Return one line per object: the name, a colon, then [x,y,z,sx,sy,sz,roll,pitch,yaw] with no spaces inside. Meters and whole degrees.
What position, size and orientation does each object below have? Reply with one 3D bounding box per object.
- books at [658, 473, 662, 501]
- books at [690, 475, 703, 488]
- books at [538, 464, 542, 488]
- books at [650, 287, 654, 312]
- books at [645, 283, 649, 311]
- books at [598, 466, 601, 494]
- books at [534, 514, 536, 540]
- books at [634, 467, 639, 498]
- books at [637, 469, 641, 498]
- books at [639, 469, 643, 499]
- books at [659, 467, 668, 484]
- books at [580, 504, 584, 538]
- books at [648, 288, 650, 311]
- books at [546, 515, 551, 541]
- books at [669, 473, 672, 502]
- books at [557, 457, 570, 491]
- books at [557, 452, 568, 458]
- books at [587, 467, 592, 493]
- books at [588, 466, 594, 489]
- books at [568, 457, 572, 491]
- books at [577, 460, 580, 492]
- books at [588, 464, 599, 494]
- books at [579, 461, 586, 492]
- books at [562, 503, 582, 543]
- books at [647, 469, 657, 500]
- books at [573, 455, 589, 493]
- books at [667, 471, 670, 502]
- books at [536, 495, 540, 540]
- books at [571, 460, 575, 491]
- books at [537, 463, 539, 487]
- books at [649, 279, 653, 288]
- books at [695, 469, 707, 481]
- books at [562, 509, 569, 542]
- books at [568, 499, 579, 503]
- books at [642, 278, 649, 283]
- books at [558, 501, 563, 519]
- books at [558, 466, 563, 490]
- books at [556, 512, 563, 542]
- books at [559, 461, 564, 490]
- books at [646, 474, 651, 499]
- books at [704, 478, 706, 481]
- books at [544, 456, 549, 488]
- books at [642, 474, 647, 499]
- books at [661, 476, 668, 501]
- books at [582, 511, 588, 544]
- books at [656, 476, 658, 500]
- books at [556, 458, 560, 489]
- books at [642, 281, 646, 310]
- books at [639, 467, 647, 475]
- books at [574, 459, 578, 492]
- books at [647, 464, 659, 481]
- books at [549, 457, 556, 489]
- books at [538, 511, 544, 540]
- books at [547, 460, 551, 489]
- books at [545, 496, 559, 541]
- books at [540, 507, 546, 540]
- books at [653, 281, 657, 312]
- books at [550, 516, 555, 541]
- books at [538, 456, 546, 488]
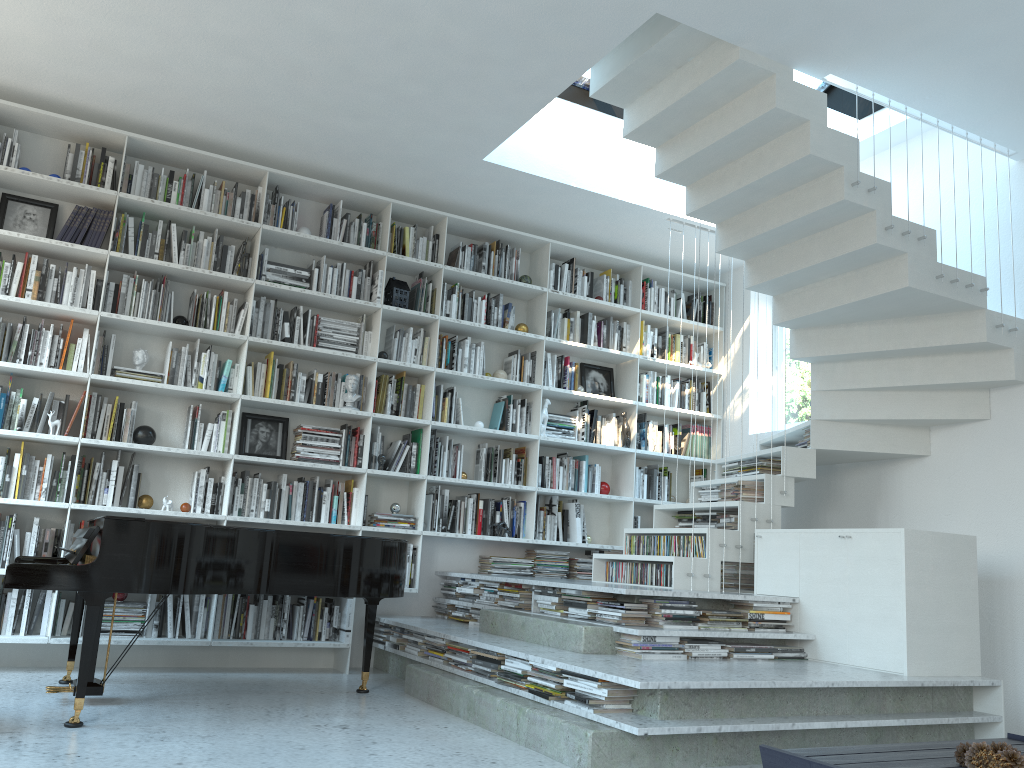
books: [1.124,0.822,7.012,0.014,0.230,0.172,9,-12,-27]
books: [1.492,0.873,7.207,0.012,0.253,0.161,9,-12,-27]
books: [0.168,0.685,6.516,0.022,0.183,0.163,9,-12,-27]
books: [1.087,-0.645,7.212,0.023,0.243,0.183,9,-12,-27]
books: [1.046,-0.667,7.181,0.012,0.268,0.185,9,-12,-27]
books: [0.617,0.741,6.752,0.027,0.223,0.170,9,-12,-27]
books: [0.137,1.032,6.472,0.033,0.213,0.140,9,-12,-27]
books: [0.921,0.775,6.897,0.024,0.251,0.175,9,-12,-27]
books: [0.943,0.789,6.916,0.037,0.235,0.153,9,-12,-27]
books: [0.969,0.790,6.931,0.022,0.241,0.151,9,-12,-27]
books: [1.181,0.804,7.041,0.011,0.284,0.161,9,-12,-27]
books: [0.476,1.047,6.622,0.025,0.287,0.160,9,-12,-27]
books: [1.058,-0.644,7.188,0.022,0.228,0.175,9,-12,-27]
books: [0.235,1.059,6.508,0.030,0.187,0.140,9,-12,-27]
books: [1.217,0.834,7.064,0.013,0.239,0.166,9,-12,-27]
books: [0.362,0.678,6.599,0.028,0.254,0.191,9,-12,-27]
books: [0.372,0.662,6.631,0.013,0.298,0.147,9,-12,-27]
books: [0.541,0.738,6.703,0.030,0.200,0.189,9,-12,-27]
books: [0.564,0.736,6.733,0.037,0.218,0.139,9,-12,-27]
books: [0.389,0.680,6.618,0.012,0.261,0.186,9,-12,-27]
books: [0.464,0.703,6.687,0.012,0.253,0.161,9,-12,-27]
books: [0.596,0.731,6.741,0.025,0.235,0.181,9,-12,-27]
books: [0.491,0.707,6.673,0.023,0.243,0.190,9,-12,-27]
books: [0.423,1.028,6.557,0.075,0.290,0.255,9,-12,-27]
books: [1.069,0.799,6.961,0.027,0.248,0.184,9,-12,-27]
books: [0.512,0.688,6.691,0.026,0.289,0.181,9,-12,-27]
books: [1.204,0.826,7.063,0.012,0.253,0.161,9,-12,-27]
books: [0.161,0.980,6.492,0.013,0.326,0.131,9,-12,-27]
books: [0.414,0.697,6.656,0.026,0.246,0.166,9,-12,-27]
books: [0.147,0.681,6.509,0.023,0.186,0.159,9,-12,-27]
books: [1.097,-0.681,7.242,0.012,0.325,0.151,9,-12,-27]
books: [1.542,0.854,7.249,0.013,0.314,0.129,9,-12,-27]
books: [0.356,1.052,6.565,0.031,0.239,0.172,9,-12,-27]
books: [0.451,1.028,6.637,0.012,0.325,0.136,9,-12,-27]
books: [1.067,-0.689,7.225,0.014,0.331,0.143,9,-12,-27]
books: [0.331,1.020,6.578,0.010,0.303,0.131,9,-12,-27]
books: [0.319,0.710,6.585,0.028,0.181,0.186,9,-12,-27]
books: [0.311,1.055,6.537,0.052,0.216,0.184,9,-12,-27]
books: [0.333,0.691,6.607,0.012,0.229,0.179,9,-12,-27]
books: [1.032,0.819,6.968,0.025,0.207,0.149,9,-12,-27]
books: [1.528,0.888,7.228,0.022,0.236,0.152,9,-12,-27]
books: [0.221,0.664,6.557,0.024,0.246,0.143,9,-12,-27]
books: [0.993,0.813,6.934,0.029,0.201,0.173,9,-12,-27]
books: [1.168,0.839,7.019,0.021,0.205,0.175,9,-12,-27]
books: [0.510,1.061,6.649,0.062,0.273,0.148,9,-12,-27]
books: [1.091,0.833,6.999,0.027,0.200,0.164,9,-12,-27]
books: [0.291,0.679,6.589,0.026,0.238,0.177,9,-12,-27]
books: [1.029,-0.675,7.189,0.013,0.286,0.151,9,-12,-27]
books: [1.009,0.787,6.968,0.024,0.266,0.133,9,-12,-27]
books: [0.441,0.696,6.647,0.014,0.248,0.177,9,-12,-27]
books: [1.112,0.789,7.017,0.013,0.296,0.141,9,-12,-27]
books: [0.268,0.669,6.561,0.045,0.245,0.186,9,-12,-27]
books: [0.178,1.036,6.480,0.023,0.214,0.163,9,-12,-27]
books: [0.241,0.677,6.552,0.011,0.222,0.163,9,-12,-27]
books: [0.286,0.993,6.534,0.014,0.332,0.169,9,-12,-27]
books: [0.201,1.023,6.481,0.015,0.243,0.157,9,-12,-27]
books: [1.113,-0.671,7.232,0.012,0.305,0.184,9,-12,-27]
books: [0.263,1.063,6.514,0.024,0.184,0.149,9,-12,-27]
books: [0.194,0.659,6.531,0.047,0.243,0.177,9,-12,-27]
